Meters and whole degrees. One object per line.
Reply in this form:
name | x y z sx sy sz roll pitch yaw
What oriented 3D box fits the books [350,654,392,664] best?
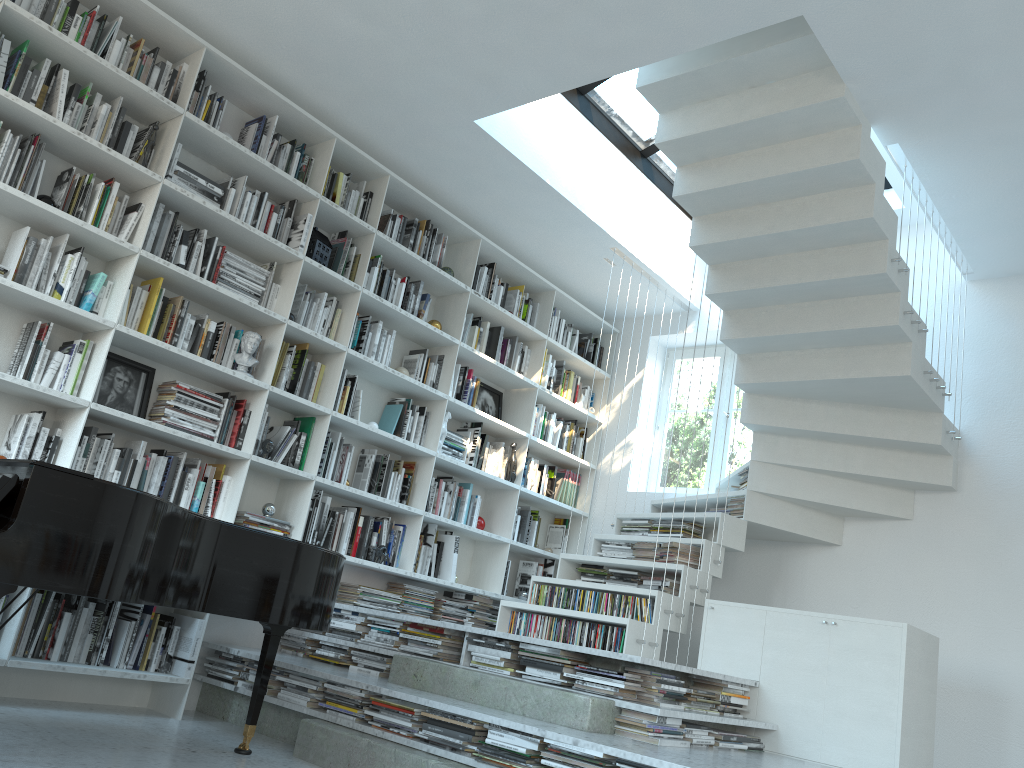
books | -0.662 1.395 4.473 0.277 0.009 0.178 -4 -22 41

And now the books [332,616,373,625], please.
books | -0.831 1.272 4.739 0.264 0.012 0.144 -6 -23 45

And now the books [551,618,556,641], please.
books | 0.259 1.320 4.736 0.007 0.125 0.125 -3 -21 40

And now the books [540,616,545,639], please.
books | 0.199 1.323 4.786 0.008 0.125 0.125 -3 -21 40

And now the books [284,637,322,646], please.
books | -1.133 1.418 4.878 0.210 0.009 0.160 -5 -23 44

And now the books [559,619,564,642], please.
books | 0.299 1.317 4.702 0.007 0.125 0.125 -3 -21 40

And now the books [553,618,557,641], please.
books | 0.265 1.319 4.731 0.008 0.125 0.125 -3 -21 40

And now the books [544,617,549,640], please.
books | 0.223 1.322 4.766 0.008 0.125 0.125 -3 -21 40

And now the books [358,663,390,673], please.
books | -0.660 1.438 4.472 0.215 0.014 0.138 -5 -23 44

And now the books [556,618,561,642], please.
books | 0.282 1.318 4.716 0.008 0.125 0.125 -3 -21 40

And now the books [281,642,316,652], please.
books | -1.137 1.451 4.870 0.215 0.012 0.170 -3 -21 40

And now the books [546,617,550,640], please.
books | 0.229 1.322 4.760 0.008 0.125 0.125 -3 -21 40

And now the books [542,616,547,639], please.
books | 0.211 1.323 4.776 0.008 0.125 0.125 -3 -21 40

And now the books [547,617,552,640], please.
books | 0.235 1.321 4.756 0.008 0.125 0.125 -3 -21 40

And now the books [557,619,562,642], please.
books | 0.288 1.318 4.712 0.007 0.125 0.125 -3 -21 40

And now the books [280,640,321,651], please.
books | -1.133 1.440 4.876 0.278 0.012 0.159 -3 -21 39

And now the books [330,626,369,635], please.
books | -0.842 1.315 4.724 0.295 0.008 0.163 -3 -21 38

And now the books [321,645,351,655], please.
books | -0.888 1.413 4.684 0.200 0.018 0.137 -2 -20 36

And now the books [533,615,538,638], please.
books | 0.163 1.326 4.816 0.008 0.125 0.125 -3 -21 40

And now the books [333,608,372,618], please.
books | -0.830 1.230 4.742 0.193 0.020 0.171 -1 -20 35

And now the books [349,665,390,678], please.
books | -0.680 1.449 4.448 0.202 0.028 0.189 -1 -20 35

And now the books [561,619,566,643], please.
books | 0.305 1.317 4.697 0.010 0.125 0.125 -3 -21 40

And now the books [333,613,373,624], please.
books | -0.829 1.257 4.742 0.290 0.018 0.163 -3 -21 39

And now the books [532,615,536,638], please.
books | 0.158 1.326 4.821 0.008 0.125 0.125 -3 -21 40

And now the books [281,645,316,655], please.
books | -1.133 1.467 4.875 0.292 0.014 0.148 -3 -21 40

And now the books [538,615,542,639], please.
books | 0.188 1.324 4.796 0.007 0.125 0.125 -3 -21 40

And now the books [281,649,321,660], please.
books | -1.143 1.484 4.862 0.187 0.019 0.164 -3 -21 39

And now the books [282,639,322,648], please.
books | -1.133 1.431 4.876 0.242 0.005 0.153 -5 -23 44

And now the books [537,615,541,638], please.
books | 0.181 1.325 4.801 0.009 0.125 0.125 -3 -21 40

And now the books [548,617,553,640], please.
books | 0.241 1.321 4.751 0.008 0.125 0.125 -3 -21 40

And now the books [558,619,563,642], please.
books | 0.294 1.318 4.707 0.007 0.125 0.125 -3 -21 40

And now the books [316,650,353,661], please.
books | -0.905 1.431 4.663 0.182 0.016 0.180 -2 -21 37

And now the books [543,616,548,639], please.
books | 0.217 1.322 4.771 0.007 0.125 0.125 -3 -21 40

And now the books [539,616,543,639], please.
books | 0.193 1.324 4.791 0.007 0.125 0.125 -3 -21 40

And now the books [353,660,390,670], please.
books | -0.661 1.423 4.472 0.254 0.012 0.161 -4 -22 41

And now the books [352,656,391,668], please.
books | -0.661 1.408 4.472 0.263 0.017 0.157 -2 -20 36

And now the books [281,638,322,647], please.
books | -1.139 1.423 4.870 0.262 0.006 0.185 -4 -22 41

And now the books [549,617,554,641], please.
books | 0.247 1.321 4.746 0.009 0.125 0.125 -3 -21 40

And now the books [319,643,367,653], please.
books | -0.889 1.398 4.684 0.250 0.009 0.144 -5 -23 44

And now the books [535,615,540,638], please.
books | 0.175 1.325 4.806 0.008 0.125 0.125 -3 -21 40

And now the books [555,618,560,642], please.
books | 0.276 1.319 4.721 0.007 0.125 0.125 -3 -21 40

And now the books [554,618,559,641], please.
books | 0.270 1.319 4.726 0.009 0.125 0.125 -3 -21 40

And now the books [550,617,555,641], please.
books | 0.253 1.320 4.740 0.008 0.125 0.125 -3 -21 40

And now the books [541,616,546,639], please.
books | 0.205 1.323 4.781 0.008 0.125 0.125 -3 -21 40

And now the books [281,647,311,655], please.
books | -1.140 1.473 4.866 0.257 0.005 0.145 -6 -23 45

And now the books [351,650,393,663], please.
books | -0.663 1.380 4.472 0.250 0.017 0.181 -2 -21 37

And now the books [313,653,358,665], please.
books | -0.900 1.449 4.668 0.268 0.014 0.160 -3 -21 39

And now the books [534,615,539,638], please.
books | 0.169 1.325 4.811 0.007 0.125 0.125 -3 -21 40

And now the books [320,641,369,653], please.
books | -0.886 1.388 4.688 0.228 0.014 0.149 -2 -21 38

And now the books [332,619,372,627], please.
books | -0.837 1.279 4.732 0.206 0.007 0.172 -4 -22 42

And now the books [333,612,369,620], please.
books | -0.826 1.246 4.747 0.285 0.007 0.160 -3 -21 39

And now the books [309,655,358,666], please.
books | -0.913 1.454 4.652 0.261 0.009 0.187 -5 -22 43

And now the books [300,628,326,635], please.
books | -1.062 1.374 4.910 0.181 0.014 0.134 -2 -21 37

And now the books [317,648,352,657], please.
books | -0.894 1.423 4.676 0.228 0.009 0.159 -4 -22 41

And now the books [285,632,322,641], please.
books | -1.131 1.394 4.881 0.240 0.009 0.174 -4 -22 42

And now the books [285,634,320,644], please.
books | -1.129 1.407 4.883 0.208 0.015 0.153 -6 -23 45

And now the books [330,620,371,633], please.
books | -0.847 1.292 4.719 0.237 0.029 0.189 -2 -21 37

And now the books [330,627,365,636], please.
books | -0.841 1.324 4.724 0.259 0.009 0.153 -2 -21 37

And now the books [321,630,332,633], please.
books | -1.068 1.355 4.904 0.232 0.017 0.163 -4 -22 42
